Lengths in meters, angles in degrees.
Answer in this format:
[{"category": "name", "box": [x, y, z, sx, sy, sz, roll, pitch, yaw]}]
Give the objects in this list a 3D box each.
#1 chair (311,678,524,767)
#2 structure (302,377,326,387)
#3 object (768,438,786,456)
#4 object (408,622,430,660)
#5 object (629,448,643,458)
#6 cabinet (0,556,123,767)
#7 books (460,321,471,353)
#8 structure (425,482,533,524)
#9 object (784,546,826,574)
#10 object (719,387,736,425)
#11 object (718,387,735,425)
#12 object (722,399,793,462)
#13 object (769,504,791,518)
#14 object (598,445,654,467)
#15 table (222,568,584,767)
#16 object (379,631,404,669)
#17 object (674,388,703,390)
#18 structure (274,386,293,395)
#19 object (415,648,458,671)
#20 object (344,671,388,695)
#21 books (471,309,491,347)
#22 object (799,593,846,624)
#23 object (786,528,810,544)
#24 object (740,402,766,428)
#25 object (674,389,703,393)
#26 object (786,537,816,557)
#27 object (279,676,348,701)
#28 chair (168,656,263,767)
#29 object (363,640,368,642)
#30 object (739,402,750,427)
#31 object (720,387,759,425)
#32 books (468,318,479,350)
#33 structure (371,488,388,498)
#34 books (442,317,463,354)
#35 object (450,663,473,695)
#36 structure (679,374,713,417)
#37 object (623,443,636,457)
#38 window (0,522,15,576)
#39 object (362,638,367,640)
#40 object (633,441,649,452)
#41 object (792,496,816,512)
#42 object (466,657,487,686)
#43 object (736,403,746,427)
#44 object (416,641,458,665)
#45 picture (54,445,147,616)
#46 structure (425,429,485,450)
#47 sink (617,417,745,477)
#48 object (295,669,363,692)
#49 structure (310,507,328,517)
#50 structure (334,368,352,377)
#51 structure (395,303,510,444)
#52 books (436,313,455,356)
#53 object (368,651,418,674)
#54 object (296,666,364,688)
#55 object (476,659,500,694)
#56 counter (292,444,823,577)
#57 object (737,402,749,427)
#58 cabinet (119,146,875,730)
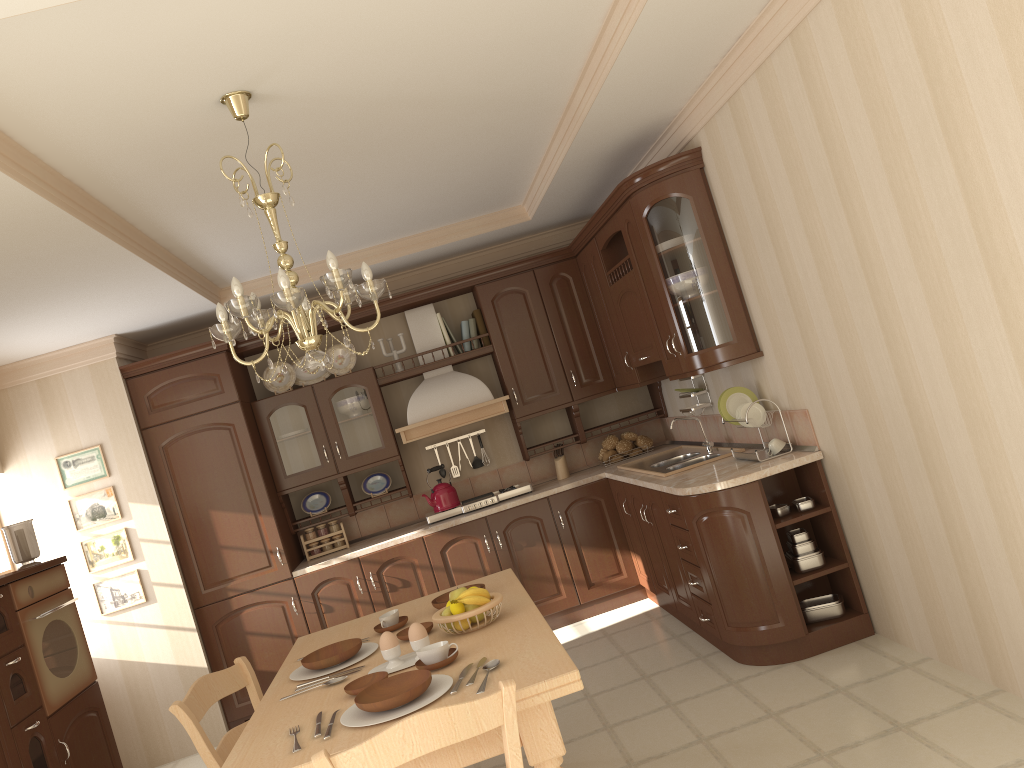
[{"category": "chair", "box": [-0.141, 1.137, 2.145, 0.462, 0.846, 0.517, -17, -1, -14]}, {"category": "structure", "box": [-1.319, -0.052, 5.868, 0.154, 0.126, 0.080, -17, -1, -7]}, {"category": "object", "box": [1.226, 0.286, 4.096, 0.085, 0.072, 0.073, -16, -2, -42]}, {"category": "object", "box": [-0.277, 0.763, 2.649, 0.058, 0.104, 0.058, -16, -1, -28]}, {"category": "object", "box": [0.832, 0.460, 5.991, 0.103, 0.060, 0.105, -17, -1, -11]}, {"category": "cabinet", "box": [-2.188, 1.533, 3.661, 0.538, 1.349, 1.513, -17, -1, -7]}, {"category": "books", "box": [-0.314, -0.315, 6.007, 0.086, 0.209, 0.205, -17, -1, -7]}, {"category": "structure", "box": [-0.215, 0.765, 5.761, 0.710, 0.054, 0.325, -17, -1, -7]}, {"category": "object", "box": [1.313, 0.782, 3.968, 0.145, 0.077, 0.208, -17, -1, 5]}, {"category": "object", "box": [1.104, 0.107, 4.322, 0.193, 0.188, 0.047, -17, -1, -6]}, {"category": "object", "box": [1.102, 0.108, 4.341, 0.193, 0.188, 0.047, -17, -1, -6]}, {"category": "object", "box": [1.147, 0.211, 4.202, 0.172, 0.275, 0.359, -17, -1, -6]}, {"category": "object", "box": [1.193, 0.571, 3.985, 0.084, 0.045, 0.120, -17, -1, -20]}, {"category": "object", "box": [0.771, 0.479, 6.008, 0.364, 0.060, 0.199, -17, -1, -7]}, {"category": "table", "box": [-0.238, 1.216, 2.816, 0.900, 0.774, 1.567, -17, -1, -7]}, {"category": "object", "box": [-0.363, 0.789, 2.647, 0.058, 0.104, 0.058, -16, -1, -28]}, {"category": "object", "box": [1.027, 0.030, 5.126, 0.167, 0.051, 0.174, -17, -1, -7]}, {"category": "structure", "box": [-1.503, 0.002, 5.790, 0.110, 0.126, 0.080, -17, -1, -7]}, {"category": "object", "box": [-0.209, 0.781, 2.497, 0.126, 0.026, 0.127, -17, -1, -16]}, {"category": "object", "box": [-0.404, 0.840, 2.473, 0.126, 0.026, 0.127, -17, -1, -16]}, {"category": "books", "box": [-0.209, -0.371, 6.014, 0.052, 0.254, 0.205, -17, -1, -7]}, {"category": "object", "box": [1.383, 1.005, 3.963, 0.208, 0.077, 0.145, -17, -1, 18]}, {"category": "object", "box": [1.282, 0.681, 3.970, 0.084, 0.045, 0.120, -17, -1, 5]}, {"category": "object", "box": [1.132, 0.145, 4.159, 0.123, 0.119, 0.034, -17, -1, -7]}, {"category": "object", "box": [1.027, 0.036, 5.126, 0.167, 0.051, 0.174, -17, -1, -7]}, {"category": "object", "box": [1.296, 0.726, 3.969, 0.106, 0.057, 0.152, -17, -1, 5]}, {"category": "object", "box": [-0.594, 0.911, 2.654, 0.219, 0.011, 0.047, -17, -1, 2]}, {"category": "chair", "box": [-0.693, 1.323, 2.946, 0.517, 0.846, 0.462, -17, -1, 10]}, {"category": "object", "box": [-0.598, 0.923, 3.084, 0.218, 0.008, 0.022, -17, -1, -4]}, {"category": "object", "box": [1.130, 0.146, 4.180, 0.123, 0.119, 0.034, -17, -1, -7]}, {"category": "object", "box": [1.106, 0.106, 4.304, 0.193, 0.188, 0.047, -17, -1, -6]}, {"category": "books", "box": [-0.264, -0.330, 6.004, 0.080, 0.209, 0.205, -17, -1, -7]}, {"category": "structure", "box": [-0.891, 0.676, 5.875, 0.110, 0.126, 0.080, -17, -1, -7]}, {"category": "books", "box": [-0.407, -0.319, 6.004, 0.068, 0.271, 0.194, -17, -1, -7]}, {"category": "object", "box": [-0.131, 0.763, 2.301, 0.023, 0.008, 0.221, -17, -1, 9]}, {"category": "structure", "box": [1.031, 0.011, 5.172, 0.131, 0.361, 0.256, -17, -1, -7]}, {"category": "object", "box": [0.792, 0.449, 6.041, 0.114, 0.094, 0.098, -16, -1, -26]}, {"category": "window", "box": [-2.873, 1.060, 4.765, 0.050, 1.100, 0.765, -17, -1, -7]}, {"category": "object", "box": [-0.604, 0.925, 3.121, 0.212, 0.008, 0.018, -17, -1, -7]}, {"category": "object", "box": [0.880, 0.421, 6.042, 0.091, 0.100, 0.125, -17, -1, -11]}, {"category": "object", "box": [1.301, 0.537, 3.954, 0.084, 0.045, 0.120, -17, -1, 5]}, {"category": "object", "box": [-0.090, 0.753, 2.333, 0.022, 0.004, 0.216, -17, -1, 9]}, {"category": "object", "box": [1.126, 0.148, 4.222, 0.123, 0.119, 0.034, -17, -1, -7]}, {"category": "object", "box": [-0.206, 0.763, 2.497, 0.119, 0.055, 0.063, -17, -1, 7]}, {"category": "picture", "box": [-2.415, 0.857, 5.204, 0.268, 0.964, 0.010, -17, -1, -7]}, {"category": "structure", "box": [-0.386, 0.379, 6.059, 0.422, 0.020, 0.008, -17, -1, -7]}, {"category": "sink", "box": [0.913, 0.374, 5.070, 0.448, 0.348, 1.077, -17, -1, -7]}, {"category": "object", "box": [-0.560, 0.905, 2.709, 0.216, 0.004, 0.022, -17, -1, -1]}, {"category": "structure", "box": [-1.282, 0.795, 5.830, 0.110, 0.126, 0.080, -17, -1, -7]}, {"category": "structure", "box": [-1.122, -0.113, 5.836, 0.110, 0.126, 0.080, -17, -1, -7]}, {"category": "structure", "box": [-0.496, -0.113, 5.866, 0.753, 0.845, 0.455, -17, -1, -7]}, {"category": "books", "box": [-0.448, -0.325, 5.993, 0.042, 0.305, 0.194, -17, -1, -7]}, {"category": "object", "box": [-0.310, 0.825, 2.642, 0.245, 0.005, 0.157, -17, -1, -10]}, {"category": "object", "box": [-0.559, 0.903, 2.745, 0.221, 0.008, 0.023, -17, -1, -1]}, {"category": "object", "box": [-0.064, 0.740, 2.249, 0.047, 0.011, 0.219, -17, -1, 10]}, {"category": "counter", "box": [-0.022, 0.745, 4.885, 2.603, 0.034, 2.422, -17, -1, -7]}, {"category": "object", "box": [1.128, 0.147, 4.201, 0.123, 0.119, 0.034, -17, -1, -5]}, {"category": "cabinet", "box": [-0.408, 0.510, 4.868, 3.226, 2.313, 2.436, -17, -1, -7]}]
